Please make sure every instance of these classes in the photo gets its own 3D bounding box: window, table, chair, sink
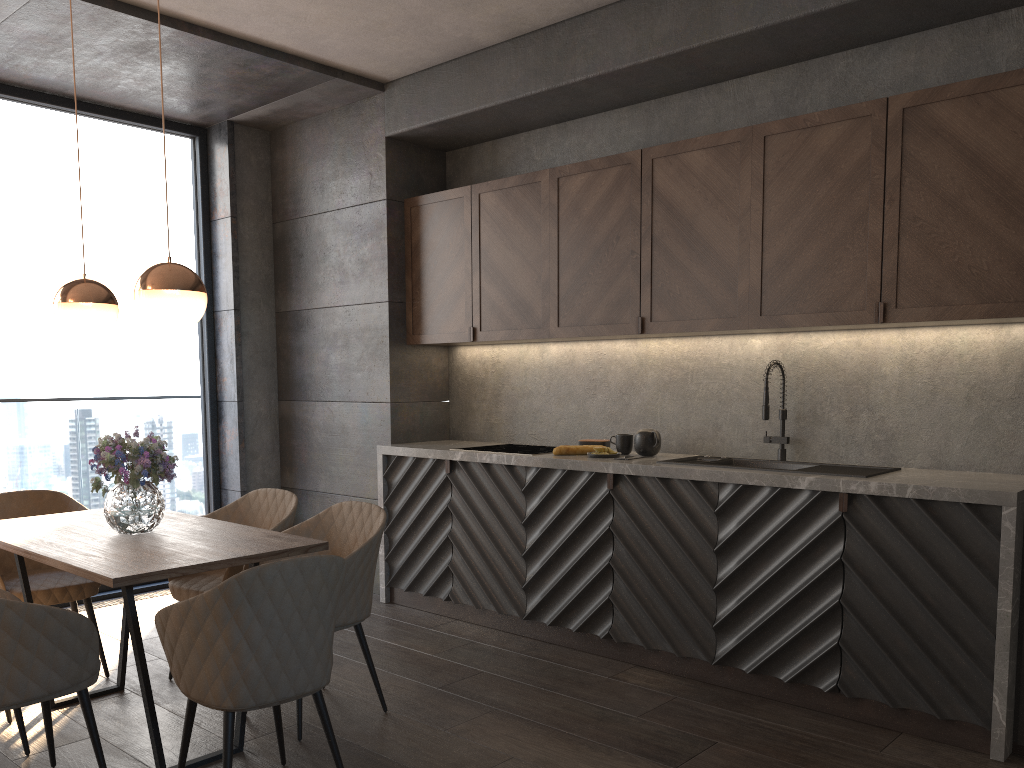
[{"bbox_3d":[-4.464,-0.150,3.323,0.198,3.022,7.242,5,4,42],"label":"window"},{"bbox_3d":[-1.454,0.953,3.400,1.463,0.775,0.766,1,3,42],"label":"table"},{"bbox_3d":[-1.257,0.914,4.005,0.554,0.843,0.508,3,5,36],"label":"chair"},{"bbox_3d":[-2.134,0.919,4.011,0.553,0.843,0.508,-4,6,-43],"label":"chair"},{"bbox_3d":[-0.791,0.920,2.764,0.553,0.843,0.508,-4,6,-43],"label":"chair"},{"bbox_3d":[-0.789,0.915,3.554,0.553,0.843,0.508,3,5,41],"label":"chair"},{"bbox_3d":[-2.045,0.924,3.164,0.509,0.843,0.553,-4,5,-38],"label":"chair"},{"bbox_3d":[-1.588,0.925,2.758,0.554,0.843,0.508,3,5,36],"label":"chair"},{"bbox_3d":[1.175,0.166,3.904,0.960,0.551,0.459,1,4,42],"label":"sink"}]

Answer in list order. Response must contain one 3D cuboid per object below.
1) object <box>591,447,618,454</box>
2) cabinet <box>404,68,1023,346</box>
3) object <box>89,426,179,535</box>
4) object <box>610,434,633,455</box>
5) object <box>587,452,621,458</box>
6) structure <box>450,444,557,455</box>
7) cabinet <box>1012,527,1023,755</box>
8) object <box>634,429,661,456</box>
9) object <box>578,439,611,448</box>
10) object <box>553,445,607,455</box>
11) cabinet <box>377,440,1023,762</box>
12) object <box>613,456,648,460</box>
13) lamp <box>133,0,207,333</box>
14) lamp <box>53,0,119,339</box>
[{"bbox_3d":[0.461,0.337,4.409,0.116,0.045,0.120,-1,1,-43],"label":"object"},{"bbox_3d":[0.726,-0.675,4.326,3.385,0.872,0.368,0,4,42],"label":"cabinet"},{"bbox_3d":[-1.429,0.361,3.357,0.298,0.412,0.326,1,4,12],"label":"object"},{"bbox_3d":[0.567,0.311,4.536,0.112,0.104,0.090,-1,3,-16],"label":"object"},{"bbox_3d":[0.460,0.355,4.412,0.170,0.020,0.169,-1,0,-22],"label":"object"},{"bbox_3d":[0.047,0.369,4.908,0.609,0.017,0.503,0,1,42],"label":"structure"},{"bbox_3d":[2.146,-0.062,2.548,1.183,2.777,1.197,4,6,42],"label":"cabinet"},{"bbox_3d":[0.679,0.294,4.430,0.136,0.138,0.152,0,3,15],"label":"object"},{"bbox_3d":[0.436,0.326,4.664,0.157,0.068,0.116,0,2,27],"label":"object"},{"bbox_3d":[0.359,0.341,4.538,0.301,0.055,0.070,0,2,-7],"label":"object"},{"bbox_3d":[0.656,0.840,4.388,3.385,0.957,0.598,0,4,42],"label":"cabinet"},{"bbox_3d":[0.447,0.354,4.478,0.489,0.040,0.283,0,1,37],"label":"object"},{"bbox_3d":[-1.189,-0.955,3.006,0.239,1.557,0.237,1,6,18],"label":"lamp"},{"bbox_3d":[-1.708,-0.955,3.474,0.238,1.557,0.238,-5,7,-42],"label":"lamp"}]
